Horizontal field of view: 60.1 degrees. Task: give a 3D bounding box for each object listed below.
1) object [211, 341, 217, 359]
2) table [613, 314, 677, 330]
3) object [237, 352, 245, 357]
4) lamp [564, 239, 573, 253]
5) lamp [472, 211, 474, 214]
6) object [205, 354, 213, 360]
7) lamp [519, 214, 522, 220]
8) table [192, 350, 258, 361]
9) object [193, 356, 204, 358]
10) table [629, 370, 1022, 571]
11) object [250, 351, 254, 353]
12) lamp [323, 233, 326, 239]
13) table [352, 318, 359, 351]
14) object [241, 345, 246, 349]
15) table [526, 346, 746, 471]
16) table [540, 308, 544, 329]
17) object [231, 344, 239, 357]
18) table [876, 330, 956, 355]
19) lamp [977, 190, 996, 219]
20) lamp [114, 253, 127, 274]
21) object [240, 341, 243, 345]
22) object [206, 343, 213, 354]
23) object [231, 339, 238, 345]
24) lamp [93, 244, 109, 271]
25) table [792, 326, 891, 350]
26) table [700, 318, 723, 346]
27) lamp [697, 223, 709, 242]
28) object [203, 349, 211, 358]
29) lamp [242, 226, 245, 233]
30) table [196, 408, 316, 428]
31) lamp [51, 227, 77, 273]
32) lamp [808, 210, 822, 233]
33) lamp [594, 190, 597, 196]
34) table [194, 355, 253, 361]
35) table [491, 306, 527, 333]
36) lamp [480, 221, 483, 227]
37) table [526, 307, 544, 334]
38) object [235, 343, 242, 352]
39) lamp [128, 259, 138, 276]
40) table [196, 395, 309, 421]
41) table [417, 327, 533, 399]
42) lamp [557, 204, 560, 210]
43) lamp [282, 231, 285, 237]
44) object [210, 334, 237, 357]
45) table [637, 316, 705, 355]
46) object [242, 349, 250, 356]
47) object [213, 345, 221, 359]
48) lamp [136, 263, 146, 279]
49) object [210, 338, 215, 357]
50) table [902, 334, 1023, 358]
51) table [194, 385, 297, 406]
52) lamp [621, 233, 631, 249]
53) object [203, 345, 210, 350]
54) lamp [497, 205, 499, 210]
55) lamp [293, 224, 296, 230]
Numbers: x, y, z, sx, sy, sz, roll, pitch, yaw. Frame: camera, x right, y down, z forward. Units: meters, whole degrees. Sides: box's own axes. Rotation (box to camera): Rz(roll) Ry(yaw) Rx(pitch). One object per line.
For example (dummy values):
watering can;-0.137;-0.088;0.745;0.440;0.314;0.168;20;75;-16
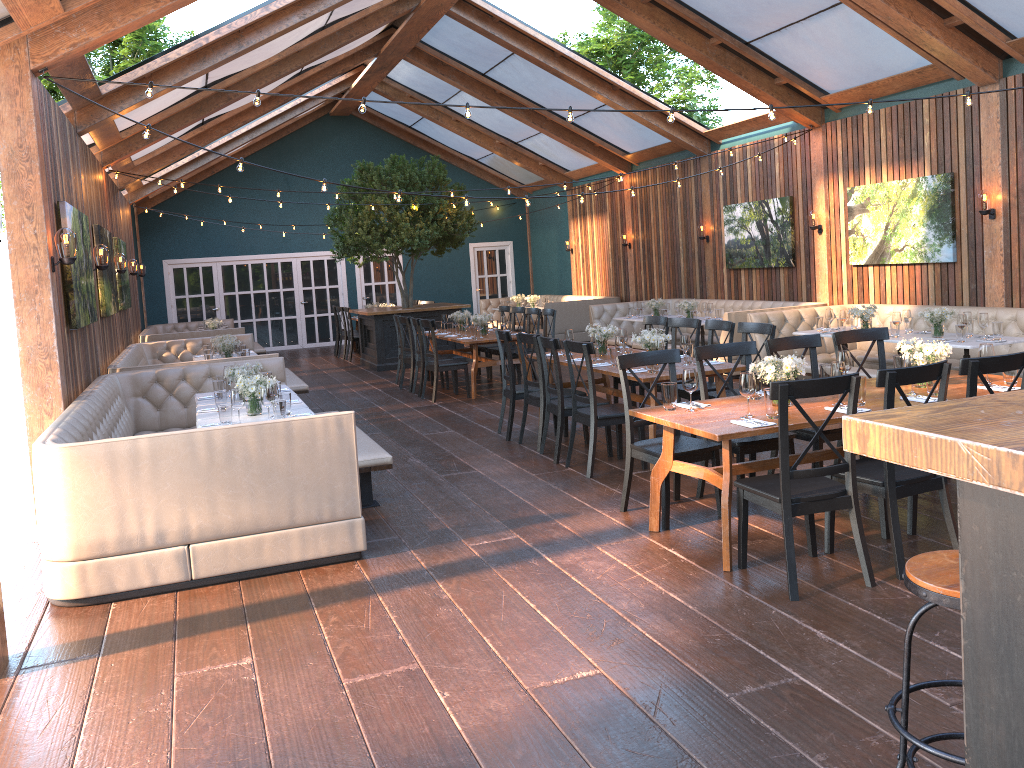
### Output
object;-3.679;-0.404;10.970;0.092;0.243;0.093;-1;5;28
table;2.141;-0.730;14.034;0.800;0.669;0.802;-6;7;-21
object;-3.105;-0.288;10.161;0.092;0.157;0.092;-2;5;17
lamp;1.255;-3.063;19.708;0.178;0.318;0.147;-5;5;-20
lamp;-0.951;-4.151;21.383;0.056;0.120;0.056;-4;5;1
object;-3.460;-0.260;10.118;0.092;0.157;0.092;-7;6;-33
lamp;0.163;-3.241;17.141;0.056;0.120;0.056;-8;6;-42
table;-3.831;-0.057;11.874;0.800;0.669;0.802;-6;7;-21
object;-4.097;-0.370;11.745;0.255;0.019;0.158;-6;8;-19
table;2.020;0.436;5.276;2.435;0.726;0.954;-6;7;-20
object;-3.591;-0.419;11.867;0.255;0.019;0.158;-6;8;-19
lamp;-3.619;-2.851;17.032;0.056;0.119;0.060;-2;5;17
table;-2.624;-0.981;17.905;0.952;0.726;2.441;-6;8;-19
object;-3.427;-0.416;11.256;0.092;0.157;0.092;-7;6;-33
table;1.026;0.141;7.924;0.952;0.726;2.441;-6;8;-19
table;0.620;-1.197;18.191;0.800;0.669;0.802;-6;7;-21
object;-3.199;-0.333;10.218;0.092;0.243;0.093;-1;5;28
table;3.971;-0.168;9.027;0.800;0.669;0.802;-6;7;-19
lamp;5.028;-1.903;9.387;0.178;0.318;0.147;-5;5;-20
lamp;-5.125;-1.551;11.562;0.178;0.318;0.147;-5;5;-20
object;-3.690;-0.501;12.005;0.092;0.157;0.092;-7;6;-33
object;-4.092;-0.473;11.987;0.092;0.157;0.092;-7;6;-33
object;-3.493;-0.441;11.155;0.092;0.243;0.093;-1;5;28
lamp;-4.175;-1.259;8.963;0.178;0.318;0.147;-5;5;-20
table;3.691;-0.254;9.793;0.800;0.669;0.802;-6;7;-21
table;2.701;-0.558;12.502;0.800;0.669;0.802;-6;7;-20
lamp;3.140;-2.483;14.551;0.178;0.318;0.147;-5;5;-20
object;-3.738;-0.344;10.870;0.092;0.157;0.092;-7;6;-33
lamp;-5.131;-2.947;16.880;0.056;0.119;0.060;-5;5;-16
table;-1.720;0.591;6.102;0.800;0.669;0.802;-6;7;-20
lamp;-3.237;-0.971;6.398;0.178;0.318;0.147;-5;5;-20
lamp;4.090;-2.191;11.953;0.178;0.318;0.147;-5;5;-20
lamp;1.612;-3.699;17.119;0.074;0.114;0.056;-5;5;-14
table;-3.551;0.029;11.108;0.800;0.669;0.802;-6;7;-19
table;0.060;-1.370;19.723;0.800;0.669;0.802;-6;7;-20
lamp;-0.590;-3.098;17.153;0.056;0.120;0.056;-8;6;-43
table;0.340;-1.284;18.957;0.800;0.669;0.802;-6;7;-19
object;-3.230;-0.363;10.451;0.092;0.243;0.093;-1;5;28
lamp;-6.067;-1.841;14.139;0.178;0.318;0.147;-5;5;-20
table;-2.000;0.505;6.867;0.800;0.669;0.802;-6;7;-19
table;-0.522;-0.335;12.158;0.952;0.726;2.441;-6;8;-19
lamp;0.903;-3.436;17.131;0.057;0.117;0.066;-8;7;-43
lamp;-4.361;-2.873;16.930;0.056;0.114;0.074;-2;5;23
object;-3.753;-0.509;11.536;0.336;0.308;0.331;-4;6;-8
table;2.421;-0.644;13.268;0.800;0.669;0.802;-6;7;-19
object;-3.168;-0.336;10.545;0.092;0.157;0.092;-7;6;-33
object;-3.404;-0.321;10.224;0.092;0.243;0.092;-5;5;-17
lamp;-7.010;-2.131;16.718;0.178;0.318;0.147;-5;5;-20
object;-3.931;-0.485;11.681;0.092;0.243;0.093;-1;5;28
table;4.251;-0.082;8.261;0.800;0.669;0.802;-6;7;-20
table;-2.280;0.419;7.633;0.800;0.669;0.802;-6;7;-21
lamp;2.198;-2.773;17.128;0.178;0.318;0.147;-5;5;-20
object;-4.000;-0.426;11.597;0.092;0.157;0.092;-7;6;-33
lamp;-0.344;-4.344;21.809;0.056;0.120;0.056;-7;6;-37
lamp;-4.615;-3.327;18.735;0.056;0.120;0.056;-3;5;4
